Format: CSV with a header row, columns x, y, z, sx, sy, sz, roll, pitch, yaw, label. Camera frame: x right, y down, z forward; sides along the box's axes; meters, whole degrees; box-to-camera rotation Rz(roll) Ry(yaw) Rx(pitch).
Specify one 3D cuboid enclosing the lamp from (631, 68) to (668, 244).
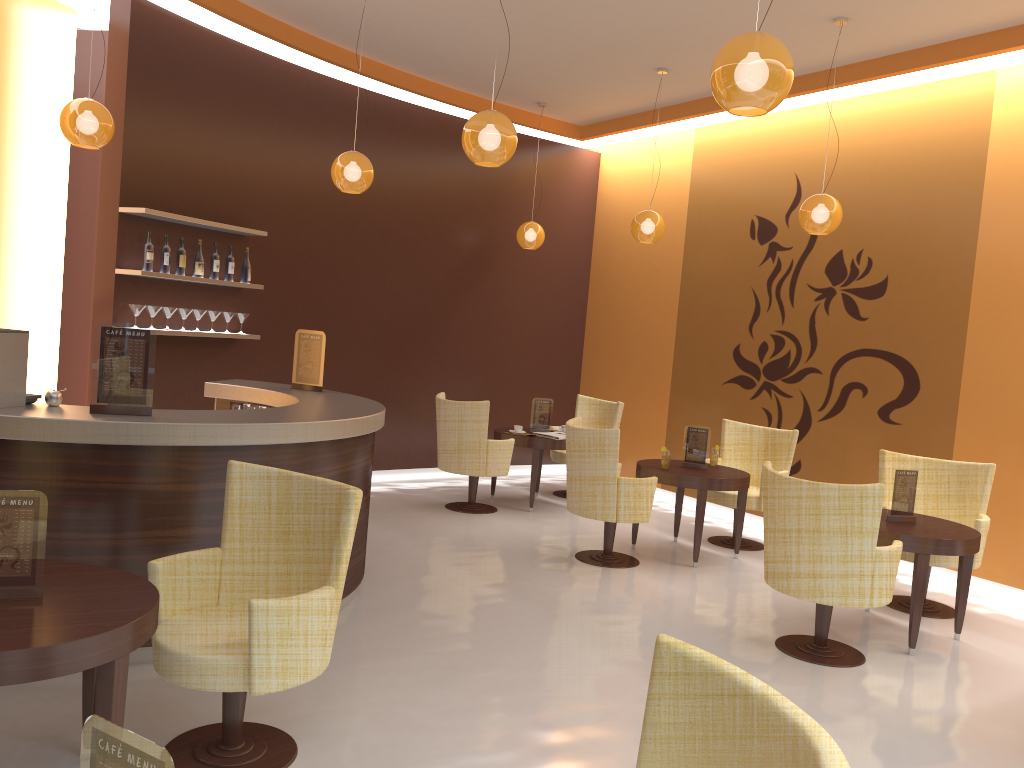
x,y,z,sx,sy,sz,roll,pitch,yaw,label
1.248,-1.990,7.765,0.299,1.500,0.299,5,3,9,lamp

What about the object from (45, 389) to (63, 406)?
x,y,z,sx,sy,sz,roll,pitch,yaw,label
-2.119,0.063,4.102,0.075,0.077,0.075,6,4,25,object

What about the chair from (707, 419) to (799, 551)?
x,y,z,sx,sy,sz,roll,pitch,yaw,label
1.978,0.845,7.496,0.729,1.017,0.685,8,5,44,chair

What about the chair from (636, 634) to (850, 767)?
x,y,z,sx,sy,sz,roll,pitch,yaw,label
0.170,1.043,1.543,0.685,1.017,0.729,5,3,-2,chair

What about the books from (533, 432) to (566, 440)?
x,y,z,sx,sy,sz,roll,pitch,yaw,label
0.423,0.479,8.246,0.367,0.035,0.345,2,5,-44,books

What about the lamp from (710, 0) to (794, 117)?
x,y,z,sx,sy,sz,roll,pitch,yaw,label
0.932,-1.748,3.222,0.299,1.500,0.299,3,4,-23,lamp

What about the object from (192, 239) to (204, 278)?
x,y,z,sx,sy,sz,roll,pitch,yaw,label
-2.477,-0.990,7.015,0.086,0.303,0.086,8,4,39,object

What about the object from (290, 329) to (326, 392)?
x,y,z,sx,sy,sz,roll,pitch,yaw,label
-1.394,-0.162,6.082,0.258,0.414,0.052,6,4,25,object

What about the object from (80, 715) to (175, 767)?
x,y,z,sx,sy,sz,roll,pitch,yaw,label
-0.557,0.658,1.266,0.209,0.335,0.042,7,4,31,object

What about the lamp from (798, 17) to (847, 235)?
x,y,z,sx,sy,sz,roll,pitch,yaw,label
2.248,-1.816,6.279,0.299,1.500,0.299,4,3,-9,lamp

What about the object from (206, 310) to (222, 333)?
x,y,z,sx,sy,sz,roll,pitch,yaw,label
-2.433,-0.507,7.205,0.137,0.174,0.137,7,4,31,object

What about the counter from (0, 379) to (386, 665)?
x,y,z,sx,sy,sz,roll,pitch,yaw,label
-1.593,0.644,5.026,1.586,1.100,2.917,6,3,11,counter

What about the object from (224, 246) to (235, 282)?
x,y,z,sx,sy,sz,roll,pitch,yaw,label
-2.321,-0.987,7.291,0.073,0.297,0.073,5,3,4,object

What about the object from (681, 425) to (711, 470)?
x,y,z,sx,sy,sz,roll,pitch,yaw,label
0.892,0.400,7.711,0.187,0.335,2.090,2,4,-38,object

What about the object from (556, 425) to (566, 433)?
x,y,z,sx,sy,sz,roll,pitch,yaw,label
0.521,0.441,8.658,0.153,0.069,0.153,8,4,39,object

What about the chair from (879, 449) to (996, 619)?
x,y,z,sx,sy,sz,roll,pitch,yaw,label
2.828,1.005,6.020,0.729,1.017,0.685,6,4,24,chair

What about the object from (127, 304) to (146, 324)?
x,y,z,sx,sy,sz,roll,pitch,yaw,label
-2.763,-0.496,6.516,0.137,0.174,0.137,6,4,21,object

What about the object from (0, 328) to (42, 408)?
x,y,z,sx,sy,sz,roll,pitch,yaw,label
-2.331,-0.080,3.968,0.270,0.340,0.373,6,3,11,object

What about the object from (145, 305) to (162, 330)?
x,y,z,sx,sy,sz,roll,pitch,yaw,label
-2.700,-0.499,6.658,0.137,0.174,0.137,6,4,21,object

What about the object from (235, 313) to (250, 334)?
x,y,z,sx,sy,sz,roll,pitch,yaw,label
-2.280,-0.510,7.478,0.137,0.174,0.137,7,4,31,object

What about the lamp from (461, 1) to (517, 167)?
x,y,z,sx,sy,sz,roll,pitch,yaw,label
-0.068,-1.921,4.709,0.299,1.500,0.299,7,4,34,lamp

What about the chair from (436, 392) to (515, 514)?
x,y,z,sx,sy,sz,roll,pitch,yaw,label
-0.361,0.618,7.959,0.685,1.017,0.729,2,4,-37,chair

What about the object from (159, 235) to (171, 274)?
x,y,z,sx,sy,sz,roll,pitch,yaw,label
-2.617,-0.978,6.702,0.073,0.297,0.073,5,3,4,object

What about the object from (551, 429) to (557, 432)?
x,y,z,sx,sy,sz,roll,pitch,yaw,label
0.536,0.471,8.664,0.239,0.021,0.464,2,4,-38,object

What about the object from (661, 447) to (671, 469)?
x,y,z,sx,sy,sz,roll,pitch,yaw,label
1.173,0.563,6.758,0.067,0.171,0.072,8,4,38,object

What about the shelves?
x,y,z,sx,sy,sz,roll,pitch,yaw,label
-2.896,-0.766,5.294,0.586,0.902,4.744,6,3,13,shelves

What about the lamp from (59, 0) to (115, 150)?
x,y,z,sx,sy,sz,roll,pitch,yaw,label
-2.474,-2.159,5.242,0.299,1.500,0.299,4,4,-16,lamp

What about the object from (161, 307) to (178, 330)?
x,y,z,sx,sy,sz,roll,pitch,yaw,label
-2.638,-0.502,6.800,0.137,0.174,0.137,7,4,31,object

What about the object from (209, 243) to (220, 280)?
x,y,z,sx,sy,sz,roll,pitch,yaw,label
-2.397,-0.986,7.152,0.073,0.297,0.073,5,3,4,object

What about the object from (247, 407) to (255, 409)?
x,y,z,sx,sy,sz,roll,pitch,yaw,label
-1.757,0.229,5.961,0.067,0.148,0.067,3,4,-30,object

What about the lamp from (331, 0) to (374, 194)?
x,y,z,sx,sy,sz,roll,pitch,yaw,label
-1.068,-2.095,6.195,0.299,1.500,0.299,4,4,-16,lamp

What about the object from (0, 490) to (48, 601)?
x,y,z,sx,sy,sz,roll,pitch,yaw,label
-1.537,0.489,2.700,0.209,0.335,0.042,4,4,-20,object

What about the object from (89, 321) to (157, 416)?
x,y,z,sx,sy,sz,roll,pitch,yaw,label
-1.747,-0.069,3.990,0.258,0.414,0.052,4,4,-20,object

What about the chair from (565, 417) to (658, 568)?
x,y,z,sx,sy,sz,roll,pitch,yaw,label
0.703,0.793,6.530,0.685,1.017,0.729,4,4,-17,chair

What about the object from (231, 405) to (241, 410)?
x,y,z,sx,sy,sz,roll,pitch,yaw,label
-1.873,0.216,6.012,0.067,0.148,0.067,4,3,-9,object

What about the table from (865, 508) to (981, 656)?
x,y,z,sx,sy,sz,roll,pitch,yaw,label
2.318,1.169,5.386,0.872,0.679,0.874,5,3,2,table

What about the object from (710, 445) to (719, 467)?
x,y,z,sx,sy,sz,roll,pitch,yaw,label
1.631,0.579,7.146,0.067,0.171,0.072,6,3,13,object

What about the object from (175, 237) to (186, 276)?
x,y,z,sx,sy,sz,roll,pitch,yaw,label
-2.555,-0.981,6.844,0.073,0.297,0.073,2,4,-37,object

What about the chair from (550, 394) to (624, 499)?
x,y,z,sx,sy,sz,roll,pitch,yaw,label
0.745,0.644,9.111,0.685,1.017,0.729,3,4,-35,chair

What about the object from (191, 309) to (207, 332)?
x,y,z,sx,sy,sz,roll,pitch,yaw,label
-2.505,-0.505,7.070,0.137,0.174,0.137,7,4,31,object

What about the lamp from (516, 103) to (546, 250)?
x,y,z,sx,sy,sz,roll,pitch,yaw,label
0.248,-2.163,9.252,0.299,1.500,0.299,3,4,-34,lamp

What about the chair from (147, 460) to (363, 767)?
x,y,z,sx,sy,sz,roll,pitch,yaw,label
-0.954,0.845,3.257,0.729,1.017,0.685,7,4,34,chair

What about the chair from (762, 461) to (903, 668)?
x,y,z,sx,sy,sz,roll,pitch,yaw,label
1.718,0.979,4.868,0.685,1.017,0.729,2,4,-37,chair

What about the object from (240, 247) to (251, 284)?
x,y,z,sx,sy,sz,roll,pitch,yaw,label
-2.231,-0.994,7.443,0.086,0.303,0.086,4,4,-20,object

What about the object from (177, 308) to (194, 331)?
x,y,z,sx,sy,sz,roll,pitch,yaw,label
-2.568,-0.502,6.937,0.137,0.174,0.137,7,4,31,object

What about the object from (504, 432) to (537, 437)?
x,y,z,sx,sy,sz,roll,pitch,yaw,label
0.038,0.453,8.243,0.239,0.021,0.464,4,4,-20,object

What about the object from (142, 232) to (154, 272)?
x,y,z,sx,sy,sz,roll,pitch,yaw,label
-2.683,-0.974,6.544,0.073,0.297,0.073,5,3,4,object

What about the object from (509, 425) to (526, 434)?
x,y,z,sx,sy,sz,roll,pitch,yaw,label
0.054,0.425,8.254,0.153,0.069,0.153,4,3,-8,object

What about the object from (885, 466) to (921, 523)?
x,y,z,sx,sy,sz,roll,pitch,yaw,label
2.366,0.666,5.348,0.209,0.335,0.042,4,4,-16,object

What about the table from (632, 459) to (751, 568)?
x,y,z,sx,sy,sz,roll,pitch,yaw,label
1.386,0.997,6.957,0.872,0.679,0.874,5,3,-3,table

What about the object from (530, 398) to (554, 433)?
x,y,z,sx,sy,sz,roll,pitch,yaw,label
0.286,0.302,8.497,0.209,0.335,0.042,4,3,-11,object

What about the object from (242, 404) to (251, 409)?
x,y,z,sx,sy,sz,roll,pitch,yaw,label
-1.832,0.213,6.118,0.067,0.148,0.067,3,4,-35,object

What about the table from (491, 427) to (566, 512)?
x,y,z,sx,sy,sz,roll,pitch,yaw,label
0.238,0.809,8.477,0.872,0.679,0.874,5,3,2,table

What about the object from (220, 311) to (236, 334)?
x,y,z,sx,sy,sz,roll,pitch,yaw,label
-2.355,-0.508,7.342,0.137,0.174,0.137,4,3,-9,object

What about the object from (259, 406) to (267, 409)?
x,y,z,sx,sy,sz,roll,pitch,yaw,label
-1.707,0.227,6.063,0.067,0.148,0.067,3,4,-30,object

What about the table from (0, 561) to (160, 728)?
x,y,z,sx,sy,sz,roll,pitch,yaw,label
-1.568,0.995,2.718,0.872,0.679,0.874,6,3,12,table
